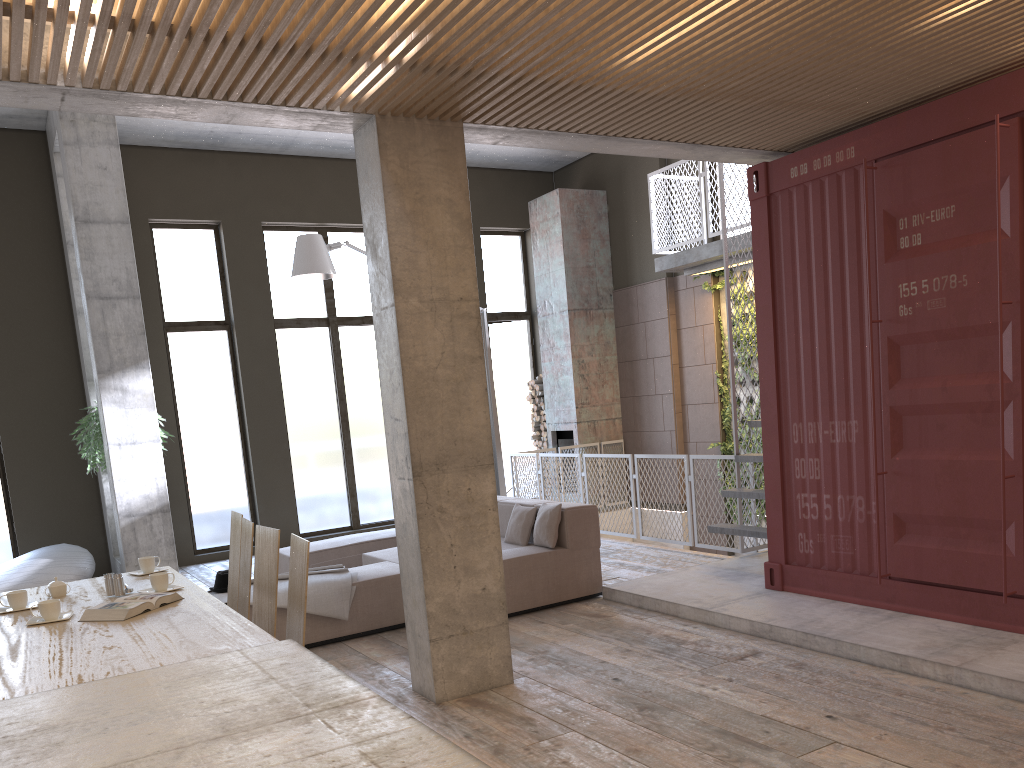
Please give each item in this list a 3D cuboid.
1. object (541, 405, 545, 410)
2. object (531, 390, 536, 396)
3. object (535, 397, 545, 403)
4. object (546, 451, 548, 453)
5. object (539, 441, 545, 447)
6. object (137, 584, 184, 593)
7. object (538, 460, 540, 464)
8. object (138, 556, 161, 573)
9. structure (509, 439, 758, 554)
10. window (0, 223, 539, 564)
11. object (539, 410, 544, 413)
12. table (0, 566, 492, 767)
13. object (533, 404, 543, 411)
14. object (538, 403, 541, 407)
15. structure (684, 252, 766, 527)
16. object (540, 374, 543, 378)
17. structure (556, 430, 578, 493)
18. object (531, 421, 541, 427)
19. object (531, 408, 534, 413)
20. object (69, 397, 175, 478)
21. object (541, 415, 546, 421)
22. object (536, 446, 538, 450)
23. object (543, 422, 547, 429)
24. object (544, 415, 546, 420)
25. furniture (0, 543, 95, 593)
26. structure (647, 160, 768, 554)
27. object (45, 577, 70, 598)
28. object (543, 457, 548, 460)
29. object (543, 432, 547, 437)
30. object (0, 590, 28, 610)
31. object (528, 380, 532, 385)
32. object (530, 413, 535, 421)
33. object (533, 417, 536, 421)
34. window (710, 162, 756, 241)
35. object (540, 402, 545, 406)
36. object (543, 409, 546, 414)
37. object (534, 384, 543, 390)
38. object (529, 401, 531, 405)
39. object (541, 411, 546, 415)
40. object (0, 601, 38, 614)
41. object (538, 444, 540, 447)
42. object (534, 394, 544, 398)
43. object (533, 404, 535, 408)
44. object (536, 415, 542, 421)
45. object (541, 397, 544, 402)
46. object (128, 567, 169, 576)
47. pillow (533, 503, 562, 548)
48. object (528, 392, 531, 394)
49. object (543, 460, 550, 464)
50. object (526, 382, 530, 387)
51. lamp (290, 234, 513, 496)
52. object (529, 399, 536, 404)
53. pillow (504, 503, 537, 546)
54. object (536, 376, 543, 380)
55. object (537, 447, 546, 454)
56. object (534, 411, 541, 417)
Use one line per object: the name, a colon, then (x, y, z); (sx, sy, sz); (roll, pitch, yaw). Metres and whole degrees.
object: (0.639, 0.349, 13.296); (0.421, 0.086, 0.066); (-5, 3, -32)
object: (0.522, 0.121, 13.374); (0.475, 0.084, 0.093); (-5, 2, -31)
object: (0.565, 0.234, 13.360); (0.451, 0.091, 0.090); (-5, 2, -32)
object: (0.696, 1.010, 13.380); (0.421, 0.086, 0.066); (-5, 3, -32)
object: (0.622, 0.894, 13.444); (0.451, 0.091, 0.090); (-5, 2, -32)
object: (-1.822, 1.070, 4.548); (0.183, 0.014, 0.185); (-4, -2, -44)
object: (0.577, 1.188, 13.634); (0.419, 0.068, 0.067); (-5, 2, -31)
object: (-2.155, 1.070, 5.200); (0.093, 0.089, 0.115); (-4, 2, 13)
structure: (1.948, 1.205, 10.498); (1.910, 0.945, 4.426); (-5, -1, -31)
window: (-3.550, 0.055, 11.412); (9.126, 4.233, 0.208); (-5, 6, -31)
object: (0.600, 0.424, 13.450); (0.359, 0.088, 0.101); (-5, 2, -31)
table: (-1.186, 1.413, 2.961); (1.003, 0.932, 5.185); (-7, 0, -31)
object: (0.479, 0.350, 13.437); (0.291, 0.108, 0.098); (-5, 3, -29)
object: (0.558, 0.306, 13.403); (0.356, 0.075, 0.064); (-5, 3, -32)
structure: (3.166, 0.092, 10.178); (0.996, 3.873, 2.617); (-9, 6, -31)
object: (0.579, -0.131, 13.279); (0.329, 0.056, 0.087); (-5, 1, -31)
structure: (0.866, 1.139, 12.908); (0.056, 0.940, 0.573); (-9, 6, -31)
object: (0.525, 0.597, 13.474); (0.475, 0.085, 0.093); (-5, 2, -31)
object: (0.410, 0.397, 13.488); (0.249, 0.074, 0.045); (-5, 4, -31)
object: (-4.248, 0.984, 9.559); (1.002, 1.890, 0.952); (-2, 6, 26)
object: (0.655, 0.502, 13.351); (0.451, 0.091, 0.090); (-5, 2, -31)
object: (0.526, 1.004, 13.623); (0.290, 0.104, 0.100); (-5, 3, -29)
object: (0.653, 0.615, 13.281); (0.362, 0.110, 0.088); (-5, 3, -31)
object: (0.695, 0.489, 13.273); (0.433, 0.093, 0.091); (-5, 2, -31)
furniture: (-5.219, 2.125, 8.921); (1.796, 0.822, 1.612); (-5, 1, 7)
structure: (2.455, -0.445, 9.045); (3.009, 4.374, 3.673); (-8, 5, -30)
object: (-2.414, 1.078, 4.655); (0.121, 0.113, 0.089); (-7, 5, -39)
object: (0.665, 1.102, 13.424); (0.451, 0.091, 0.090); (-5, 2, -29)
object: (0.701, 0.745, 13.304); (0.475, 0.085, 0.093); (-5, 2, -31)
object: (-2.482, 1.086, 4.387); (0.093, 0.089, 0.115); (-4, 2, 24)
object: (0.468, -0.026, 13.456); (0.451, 0.092, 0.090); (-5, 2, -32)
object: (0.453, 0.506, 13.584); (0.360, 0.127, 0.063); (-5, 5, -31)
object: (0.519, 0.528, 13.550); (0.419, 0.068, 0.067); (-5, 2, -31)
window: (3.451, -2.572, 9.505); (0.109, 1.768, 3.564); (-9, 3, -31)
object: (0.605, 0.286, 13.312); (0.360, 0.069, 0.122); (-5, 1, -29)
object: (0.665, 0.402, 13.280); (0.419, 0.074, 0.071); (-5, 2, -31)
object: (0.504, 0.034, 13.314); (0.360, 0.085, 0.104); (-5, 2, -31)
object: (0.458, 0.266, 13.499); (0.419, 0.068, 0.067); (-5, 2, -31)
object: (0.644, 0.431, 13.359); (0.431, 0.080, 0.114); (-5, 1, -31)
object: (-2.479, 1.125, 4.401); (0.184, 0.014, 0.185); (-5, -1, -27)
object: (0.559, 0.932, 13.522); (0.329, 0.057, 0.089); (-5, 1, -31)
object: (0.542, 0.172, 13.377); (0.431, 0.080, 0.114); (-5, 1, -31)
object: (0.468, 0.343, 13.539); (0.290, 0.104, 0.100); (-5, 3, -29)
object: (0.596, 0.510, 13.414); (0.475, 0.085, 0.093); (-5, 2, -31)
object: (0.624, 0.217, 13.314); (0.419, 0.072, 0.067); (-5, 3, -31)
object: (-2.154, 1.113, 5.193); (0.183, 0.014, 0.185); (-4, -2, -44)
pillow: (0.289, 1.161, 7.241); (0.186, 0.371, 0.361); (-8, 4, -25)
object: (0.448, 0.135, 13.505); (0.421, 0.088, 0.066); (-5, 3, -32)
object: (0.654, 1.170, 13.498); (0.475, 0.085, 0.093); (-5, 2, -31)
object: (0.412, -0.005, 13.497); (0.419, 0.070, 0.067); (-5, 2, -31)
lamp: (-0.880, 0.242, 9.193); (2.596, 3.473, 0.754); (-9, 8, -42)
object: (0.494, 0.252, 13.432); (0.475, 0.085, 0.093); (-5, 2, -31)
pillow: (0.076, 1.224, 7.574); (0.185, 0.363, 0.369); (-8, 4, -31)
object: (0.529, -0.088, 13.324); (0.356, 0.074, 0.065); (-5, 3, -32)
object: (0.537, 1.010, 13.521); (0.291, 0.108, 0.098); (-5, 3, -29)
object: (0.540, 0.446, 13.506); (0.433, 0.095, 0.092); (-5, 2, -31)
